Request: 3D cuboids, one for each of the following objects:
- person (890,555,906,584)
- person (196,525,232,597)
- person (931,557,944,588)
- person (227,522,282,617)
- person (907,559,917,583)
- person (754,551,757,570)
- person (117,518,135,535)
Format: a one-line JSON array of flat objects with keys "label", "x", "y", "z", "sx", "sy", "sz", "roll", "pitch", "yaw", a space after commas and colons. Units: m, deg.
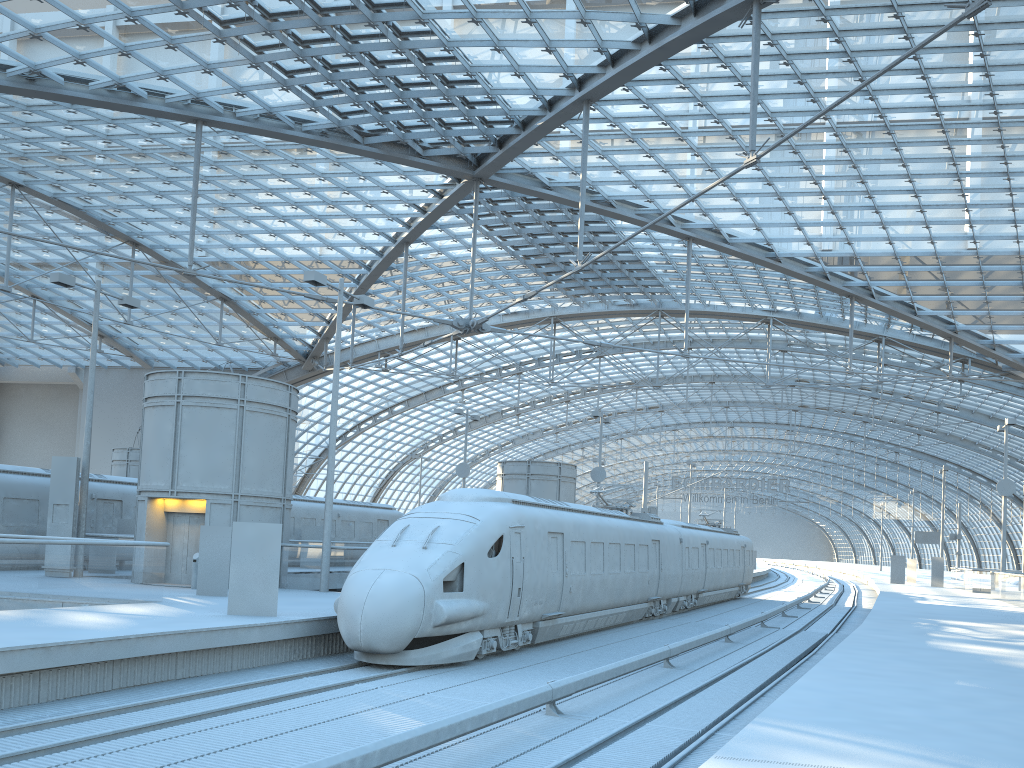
[{"label": "person", "x": 23.799, "y": 11.455, "z": 54.098, "sx": 0.001, "sy": 1.789, "sz": 0.902, "roll": 5, "pitch": -5, "yaw": -42}, {"label": "person", "x": -6.681, "y": 3.996, "z": 19.737, "sx": 0.710, "sy": 1.603, "sz": 0.001, "roll": 3, "pitch": -3, "yaw": 2}, {"label": "person", "x": 25.065, "y": 11.114, "z": 51.870, "sx": 0.068, "sy": 1.798, "sz": 0.784, "roll": 5, "pitch": -4, "yaw": -35}, {"label": "person", "x": -4.578, "y": 3.333, "z": 15.715, "sx": 0.875, "sy": 1.696, "sz": 0.001, "roll": 3, "pitch": -3, "yaw": -3}, {"label": "person", "x": 26.691, "y": 12.492, "z": 58.668, "sx": 0.001, "sy": 1.603, "sz": 0.811, "roll": 4, "pitch": -4, "yaw": -22}, {"label": "person", "x": 21.124, "y": 15.530, "z": 77.405, "sx": 0.826, "sy": 1.723, "sz": 0.001, "roll": 1, "pitch": -3, "yaw": 23}, {"label": "person", "x": -11.959, "y": 5.091, "z": 27.501, "sx": 0.827, "sy": 1.723, "sz": 0.001, "roll": 3, "pitch": -3, "yaw": -3}]
